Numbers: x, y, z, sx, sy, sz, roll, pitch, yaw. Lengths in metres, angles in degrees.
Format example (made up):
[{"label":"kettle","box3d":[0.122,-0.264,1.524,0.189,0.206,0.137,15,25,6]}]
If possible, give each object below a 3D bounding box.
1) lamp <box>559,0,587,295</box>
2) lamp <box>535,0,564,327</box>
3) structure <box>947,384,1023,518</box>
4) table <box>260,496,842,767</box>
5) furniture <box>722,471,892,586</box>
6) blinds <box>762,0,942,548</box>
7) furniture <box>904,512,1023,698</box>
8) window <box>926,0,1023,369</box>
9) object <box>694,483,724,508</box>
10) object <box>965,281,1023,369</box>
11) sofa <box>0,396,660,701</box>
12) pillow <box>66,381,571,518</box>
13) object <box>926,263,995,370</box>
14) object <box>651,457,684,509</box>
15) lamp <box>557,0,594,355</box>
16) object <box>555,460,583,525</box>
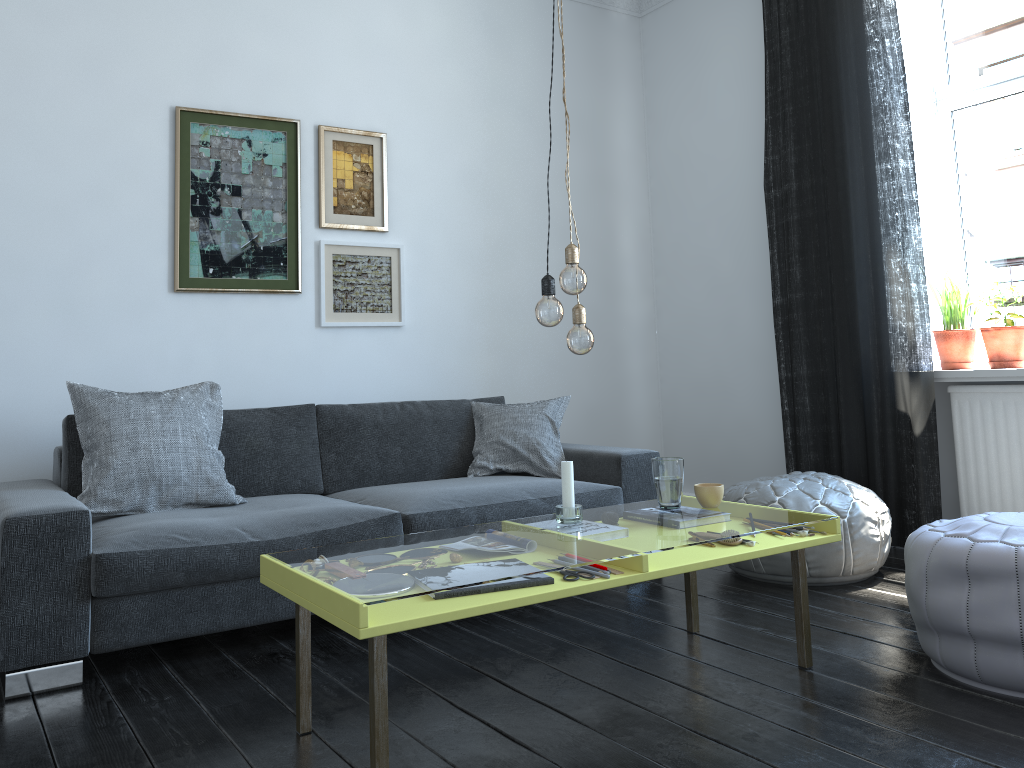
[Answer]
[{"label":"lamp","box3d":[0.135,-0.983,2.365,0.074,1.515,0.073,-3,-6,14]},{"label":"lamp","box3d":[0.077,-0.898,2.330,0.086,1.515,0.073,-4,-6,18]},{"label":"structure","box3d":[2.172,0.315,3.289,0.073,0.634,1.057,2,-3,-33]},{"label":"table","box3d":[0.148,0.588,2.238,1.400,0.404,0.596,-2,-1,-33]},{"label":"furniture","box3d":[1.146,0.554,3.523,0.679,0.386,0.675,-1,-1,-33]},{"label":"blinds","box3d":[1.478,-0.786,4.058,0.112,3.009,0.796,2,-7,-34]},{"label":"furniture","box3d":[1.381,0.566,2.334,0.609,0.424,0.611,-1,-2,-39]},{"label":"window","box3d":[2.496,-1.077,3.634,0.107,2.010,1.556,2,-5,-33]},{"label":"object","box3d":[0.589,0.335,2.628,0.087,0.067,0.086,-2,-2,-5]},{"label":"object","box3d":[2.120,-0.253,3.787,0.234,0.374,0.255,0,-4,-21]},{"label":"sofa","box3d":[-0.640,0.440,3.399,2.372,0.731,1.076,-2,-1,-33]},{"label":"pillow","box3d":[-0.651,0.201,3.550,2.055,0.498,0.474,-2,-3,-28]},{"label":"object","box3d":[2.009,-0.316,3.970,0.298,0.505,0.332,-6,-6,40]},{"label":"object","box3d":[0.472,0.298,2.649,0.097,0.148,0.097,-3,-4,18]},{"label":"lamp","box3d":[0.157,-0.829,2.388,0.074,1.515,0.088,-1,-6,-9]},{"label":"object","box3d":[0.156,0.298,2.450,0.074,0.175,0.074,-2,-5,2]}]
